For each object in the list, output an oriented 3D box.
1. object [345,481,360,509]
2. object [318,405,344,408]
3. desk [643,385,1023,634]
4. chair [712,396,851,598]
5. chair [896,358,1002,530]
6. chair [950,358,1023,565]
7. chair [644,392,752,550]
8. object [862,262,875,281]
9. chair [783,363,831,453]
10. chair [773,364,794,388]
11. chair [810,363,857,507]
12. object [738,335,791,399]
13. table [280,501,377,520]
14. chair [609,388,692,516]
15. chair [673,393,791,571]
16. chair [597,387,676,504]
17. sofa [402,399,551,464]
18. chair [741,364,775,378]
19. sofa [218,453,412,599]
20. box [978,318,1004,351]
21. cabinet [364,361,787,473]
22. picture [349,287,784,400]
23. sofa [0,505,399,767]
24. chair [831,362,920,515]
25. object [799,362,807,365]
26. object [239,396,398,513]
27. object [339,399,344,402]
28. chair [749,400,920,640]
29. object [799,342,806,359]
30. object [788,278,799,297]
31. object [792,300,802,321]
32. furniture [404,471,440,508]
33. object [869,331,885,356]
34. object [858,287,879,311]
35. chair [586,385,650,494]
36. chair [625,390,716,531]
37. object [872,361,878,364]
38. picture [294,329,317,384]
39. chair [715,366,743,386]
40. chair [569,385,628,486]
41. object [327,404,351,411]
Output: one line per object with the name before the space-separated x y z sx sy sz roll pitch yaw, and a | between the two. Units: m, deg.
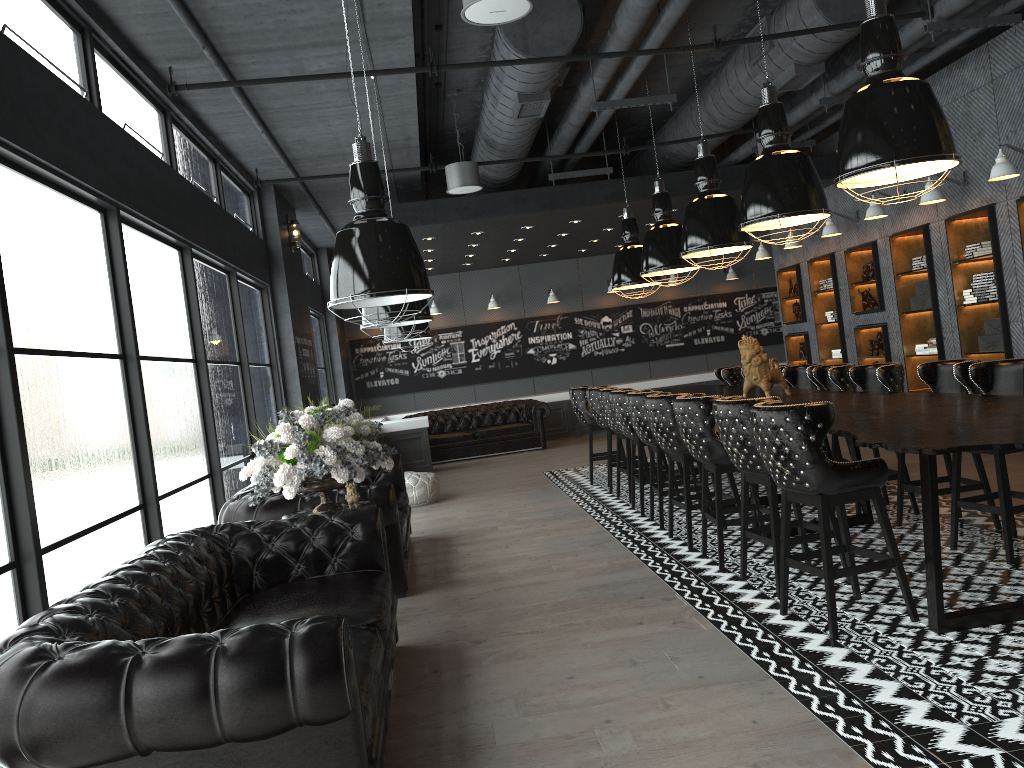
object | -0.931 0.656 5.210 0.086 0.183 0.136 -7 1 2
object | -2.145 0.458 10.925 0.503 0.426 0.335 -8 1 -5
desk | 1.983 0.589 6.971 1.433 0.927 7.595 -8 1 -5
chair | 1.503 0.600 5.084 0.568 1.092 0.504 -8 1 -11
chair | 2.865 0.404 5.886 0.568 1.092 0.504 -7 1 -3
chair | 2.885 0.418 5.169 0.568 1.092 0.504 -8 1 -13
chair | 1.309 0.594 6.462 0.568 1.092 0.504 -8 1 -7
object | 4.386 -1.383 10.902 0.138 0.222 0.278 -8 1 -6
chair | 2.624 0.387 8.046 0.568 1.092 0.504 -8 1 -10
chair | 2.560 0.380 8.748 0.568 1.092 0.504 -8 1 -15
chair | 2.622 0.403 7.363 0.568 1.092 0.504 -7 1 3
object | 1.996 -0.137 7.021 0.475 0.545 0.249 -8 1 -42
table | -1.058 1.120 5.344 0.573 0.726 0.572 -8 1 -42
chair | 1.213 0.574 7.917 0.568 1.092 0.504 -7 1 -2
chair | 1.397 0.598 5.780 0.568 1.092 0.504 -7 1 -1
chair | 1.178 0.563 8.621 0.568 1.092 0.504 -8 1 -9
sofa | -0.649 0.793 14.929 2.566 0.838 1.239 -8 1 -6
chair | 2.591 0.360 9.439 0.568 1.092 0.504 -8 1 -8
sofa | -1.434 1.074 6.957 1.239 0.838 2.566 -8 1 -6
box | 4.797 -0.492 8.742 0.323 0.315 0.419 -8 1 -5
cabinet | 1.596 0.536 13.652 8.420 0.827 6.311 -8 1 -5
picture | 3.226 -1.072 16.965 12.466 1.103 0.200 -8 1 -5
sofa | -1.138 1.109 3.698 1.239 0.838 2.566 -8 1 -6
chair | 2.670 0.413 6.603 0.568 1.092 0.504 -7 1 -4
object | 4.357 -0.145 13.111 0.170 0.362 0.269 -8 1 -12
object | -1.144 0.431 5.364 0.847 0.663 0.875 -7 1 26
object | -2.512 0.253 13.083 0.074 0.073 0.074 -7 1 26
chair | 1.521 0.614 4.351 0.568 1.092 0.504 -8 1 -13
object | 4.358 -0.502 13.131 0.253 0.249 0.126 -8 1 -30
object | 4.152 -1.438 13.079 0.097 0.290 0.290 -8 1 -7
object | 4.237 -1.074 13.065 0.155 0.329 0.236 -7 1 0
furniture | -1.171 1.205 10.235 0.679 0.383 0.679 -8 1 -5
object | 4.502 -0.498 10.978 0.143 0.306 0.317 -8 1 -10
object | 4.412 -1.048 10.944 0.154 0.309 0.324 -7 1 0
chair | 1.124 0.554 9.335 0.568 1.092 0.504 -7 1 4
chair | 1.267 0.583 7.208 0.568 1.092 0.504 -7 1 -1
object | 4.527 -0.093 10.919 0.177 0.388 0.338 -7 1 3
picture | -2.545 -0.312 10.814 0.086 0.634 1.389 -8 1 -5
chair | 2.421 0.366 10.170 0.568 1.092 0.504 -7 1 4
chair | 0.991 0.555 10.051 0.568 1.092 0.504 -7 1 4
object | -2.190 0.453 11.425 0.503 0.426 0.335 -8 1 -5
